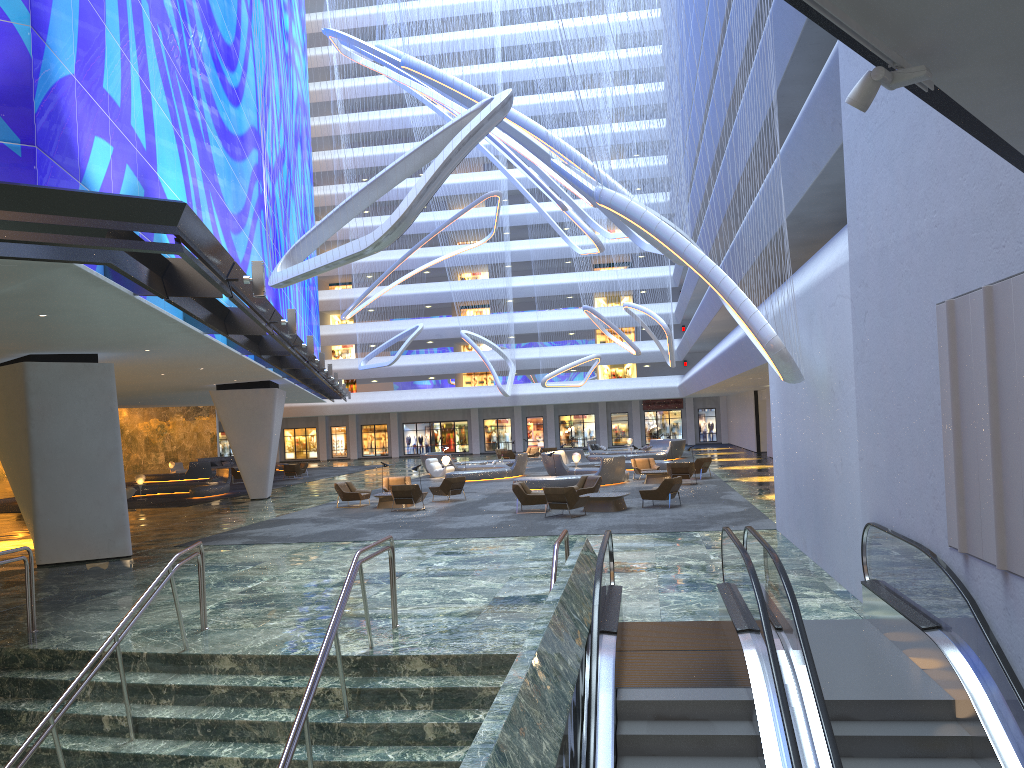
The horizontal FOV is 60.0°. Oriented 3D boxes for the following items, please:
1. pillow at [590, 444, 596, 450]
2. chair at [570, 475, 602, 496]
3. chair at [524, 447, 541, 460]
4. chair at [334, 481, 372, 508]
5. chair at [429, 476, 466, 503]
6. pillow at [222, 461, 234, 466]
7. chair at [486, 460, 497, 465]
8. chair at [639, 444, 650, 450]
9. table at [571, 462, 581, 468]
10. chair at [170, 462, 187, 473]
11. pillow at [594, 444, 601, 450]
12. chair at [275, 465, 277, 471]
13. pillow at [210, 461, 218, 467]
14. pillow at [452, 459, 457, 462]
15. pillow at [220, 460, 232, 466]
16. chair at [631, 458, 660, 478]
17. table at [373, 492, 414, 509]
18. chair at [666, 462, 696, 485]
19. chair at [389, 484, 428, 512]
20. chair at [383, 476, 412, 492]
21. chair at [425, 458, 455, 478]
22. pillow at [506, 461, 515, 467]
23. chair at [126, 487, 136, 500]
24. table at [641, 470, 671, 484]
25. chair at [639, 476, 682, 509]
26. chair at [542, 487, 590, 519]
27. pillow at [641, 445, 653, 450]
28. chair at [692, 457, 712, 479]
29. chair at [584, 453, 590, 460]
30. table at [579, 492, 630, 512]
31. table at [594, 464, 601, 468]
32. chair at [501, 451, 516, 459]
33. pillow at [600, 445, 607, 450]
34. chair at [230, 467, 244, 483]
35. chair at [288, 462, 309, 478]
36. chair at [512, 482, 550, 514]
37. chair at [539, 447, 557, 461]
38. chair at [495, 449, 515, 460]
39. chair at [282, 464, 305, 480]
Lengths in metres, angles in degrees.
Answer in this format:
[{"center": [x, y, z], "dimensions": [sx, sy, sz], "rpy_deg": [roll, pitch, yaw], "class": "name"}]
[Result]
[{"center": [4.867, 3.747, 52.585], "dimensions": [0.295, 0.368, 0.769], "rpy_deg": [-3, -2, 21], "class": "pillow"}, {"center": [1.963, 2.944, 24.487], "dimensions": [0.938, 0.766, 0.930], "rpy_deg": [-2, -2, -30], "class": "chair"}, {"center": [1.230, 4.140, 52.554], "dimensions": [0.930, 0.766, 0.938], "rpy_deg": [-4, -2, 27], "class": "chair"}, {"center": [-4.885, 3.383, 27.176], "dimensions": [0.939, 0.766, 0.929], "rpy_deg": [-3, -2, 17], "class": "chair"}, {"center": [-1.951, 3.254, 27.447], "dimensions": [0.940, 0.766, 0.929], "rpy_deg": [-4, -2, 42], "class": "chair"}, {"center": [-18.005, 5.027, 56.022], "dimensions": [0.692, 0.262, 0.878], "rpy_deg": [-3, -2, -1], "class": "pillow"}, {"center": [-1.517, 4.035, 43.627], "dimensions": [1.783, 0.501, 0.586], "rpy_deg": [-2, -2, -28], "class": "chair"}, {"center": [7.800, 3.730, 50.232], "dimensions": [0.940, 0.766, 0.929], "rpy_deg": [-4, -2, 42], "class": "chair"}, {"center": [2.579, 3.442, 35.618], "dimensions": [0.418, 0.595, 0.428], "rpy_deg": [-3, -1, 7], "class": "table"}, {"center": [-19.472, 5.040, 51.790], "dimensions": [0.728, 0.881, 1.158], "rpy_deg": [-2, -2, -37], "class": "chair"}, {"center": [5.077, 3.713, 52.589], "dimensions": [0.315, 0.386, 0.784], "rpy_deg": [-3, -2, 24], "class": "pillow"}, {"center": [-12.791, 4.551, 46.278], "dimensions": [0.929, 0.766, 0.940], "rpy_deg": [-2, -2, -18], "class": "chair"}, {"center": [-18.731, 4.988, 55.384], "dimensions": [0.315, 0.386, 0.784], "rpy_deg": [-3, -2, 25], "class": "pillow"}, {"center": [-3.071, 3.927, 45.137], "dimensions": [0.443, 0.207, 0.445], "rpy_deg": [-2, -2, -30], "class": "pillow"}, {"center": [-18.094, 4.995, 56.199], "dimensions": [0.774, 0.366, 0.317], "rpy_deg": [-1, -2, -40], "class": "pillow"}, {"center": [4.921, 3.147, 32.807], "dimensions": [0.929, 0.766, 0.939], "rpy_deg": [-3, -2, -8], "class": "chair"}, {"center": [-3.489, 3.468, 26.498], "dimensions": [1.203, 0.392, 1.204], "rpy_deg": [-3, -2, 9], "class": "table"}, {"center": [5.638, 2.978, 29.534], "dimensions": [0.930, 0.766, 0.939], "rpy_deg": [-3, -2, 14], "class": "chair"}, {"center": [-2.954, 3.206, 25.117], "dimensions": [0.930, 0.766, 0.939], "rpy_deg": [-3, -2, 14], "class": "chair"}, {"center": [-3.672, 3.375, 28.391], "dimensions": [0.929, 0.766, 0.939], "rpy_deg": [-3, -2, -8], "class": "chair"}, {"center": [-3.224, 3.768, 39.791], "dimensions": [1.158, 0.882, 0.729], "rpy_deg": [-4, -1, 28], "class": "chair"}, {"center": [0.190, 3.417, 38.110], "dimensions": [0.693, 0.262, 0.877], "rpy_deg": [-3, -2, 17], "class": "pillow"}, {"center": [-15.476, 4.147, 34.819], "dimensions": [1.156, 0.881, 0.730], "rpy_deg": [-1, -2, -37], "class": "chair"}, {"center": [5.104, 3.240, 30.915], "dimensions": [1.203, 0.392, 1.204], "rpy_deg": [-3, -2, 8], "class": "table"}, {"center": [3.852, 2.784, 22.797], "dimensions": [0.939, 0.766, 0.929], "rpy_deg": [-4, -2, 33], "class": "chair"}, {"center": [1.289, 2.858, 21.615], "dimensions": [0.930, 0.766, 0.938], "rpy_deg": [-4, -2, 35], "class": "chair"}, {"center": [7.444, 3.517, 48.915], "dimensions": [0.692, 0.262, 0.878], "rpy_deg": [-2, -3, -30], "class": "pillow"}, {"center": [6.642, 3.026, 31.863], "dimensions": [0.940, 0.766, 0.929], "rpy_deg": [-4, -2, 42], "class": "chair"}, {"center": [4.049, 4.012, 49.506], "dimensions": [0.587, 0.501, 0.491], "rpy_deg": [-4, -2, 43], "class": "chair"}, {"center": [2.379, 3.032, 22.717], "dimensions": [1.204, 0.392, 1.203], "rpy_deg": [-4, -2, 26], "class": "table"}, {"center": [3.999, 3.523, 36.461], "dimensions": [1.203, 0.392, 1.204], "rpy_deg": [-3, -2, 9], "class": "table"}, {"center": [-0.067, 4.075, 49.464], "dimensions": [0.938, 0.766, 0.930], "rpy_deg": [-1, -2, -40], "class": "chair"}, {"center": [5.328, 3.803, 52.846], "dimensions": [0.684, 0.280, 0.875], "rpy_deg": [-1, -3, -44], "class": "pillow"}, {"center": [-13.368, 4.464, 43.513], "dimensions": [0.938, 0.766, 0.930], "rpy_deg": [-2, -2, -21], "class": "chair"}, {"center": [-11.101, 4.458, 45.980], "dimensions": [0.938, 0.766, 0.930], "rpy_deg": [-1, -2, -43], "class": "chair"}, {"center": [0.523, 2.958, 23.151], "dimensions": [0.939, 0.766, 0.930], "rpy_deg": [-3, -2, 10], "class": "chair"}, {"center": [2.093, 4.026, 50.791], "dimensions": [0.929, 0.766, 0.939], "rpy_deg": [-2, -2, -13], "class": "chair"}, {"center": [-0.461, 4.209, 52.261], "dimensions": [0.929, 0.766, 0.940], "rpy_deg": [-2, -2, -38], "class": "chair"}, {"center": [-10.886, 4.367, 44.027], "dimensions": [0.929, 0.766, 0.939], "rpy_deg": [-3, -2, 7], "class": "chair"}]
